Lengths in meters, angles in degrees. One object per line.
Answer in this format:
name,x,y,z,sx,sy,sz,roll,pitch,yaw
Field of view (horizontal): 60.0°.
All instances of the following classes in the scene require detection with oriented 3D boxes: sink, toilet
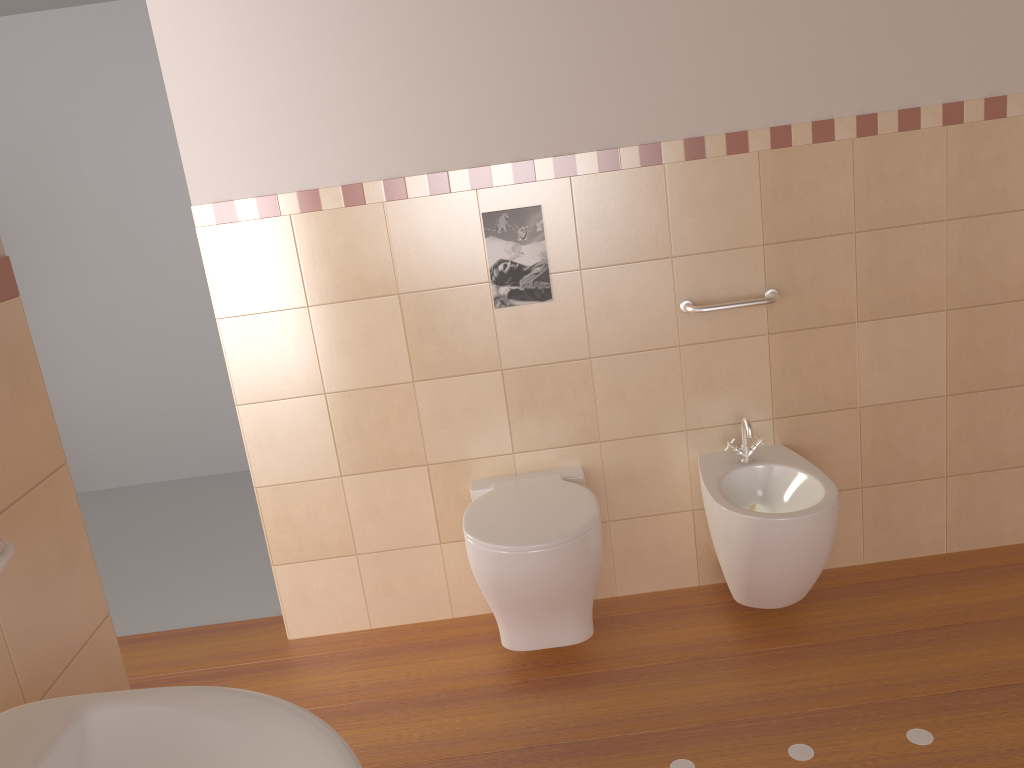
sink,-0.384,0.519,0.811,0.539,0.516,0.683,-8,16,1
sink,0.724,0.378,2.523,0.335,0.517,0.515,-8,16,0
toilet,0.075,0.524,2.536,0.375,0.400,0.534,-8,16,0

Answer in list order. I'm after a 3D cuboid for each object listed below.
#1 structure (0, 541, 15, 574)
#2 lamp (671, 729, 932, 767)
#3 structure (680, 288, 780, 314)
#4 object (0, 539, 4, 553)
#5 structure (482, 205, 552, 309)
structure,-0.644,0.225,1.062,0.092,0.029,0.117,-8,16,0
lamp,-0.136,1.391,0.578,2.893,0.001,3.173,-8,16,0
structure,0.642,-0.234,2.573,0.295,0.042,0.091,-8,16,0
object,-0.648,0.204,1.058,0.075,0.023,0.050,-18,19,-33
structure,0.016,-0.364,2.559,0.170,0.279,0.005,-8,16,0
